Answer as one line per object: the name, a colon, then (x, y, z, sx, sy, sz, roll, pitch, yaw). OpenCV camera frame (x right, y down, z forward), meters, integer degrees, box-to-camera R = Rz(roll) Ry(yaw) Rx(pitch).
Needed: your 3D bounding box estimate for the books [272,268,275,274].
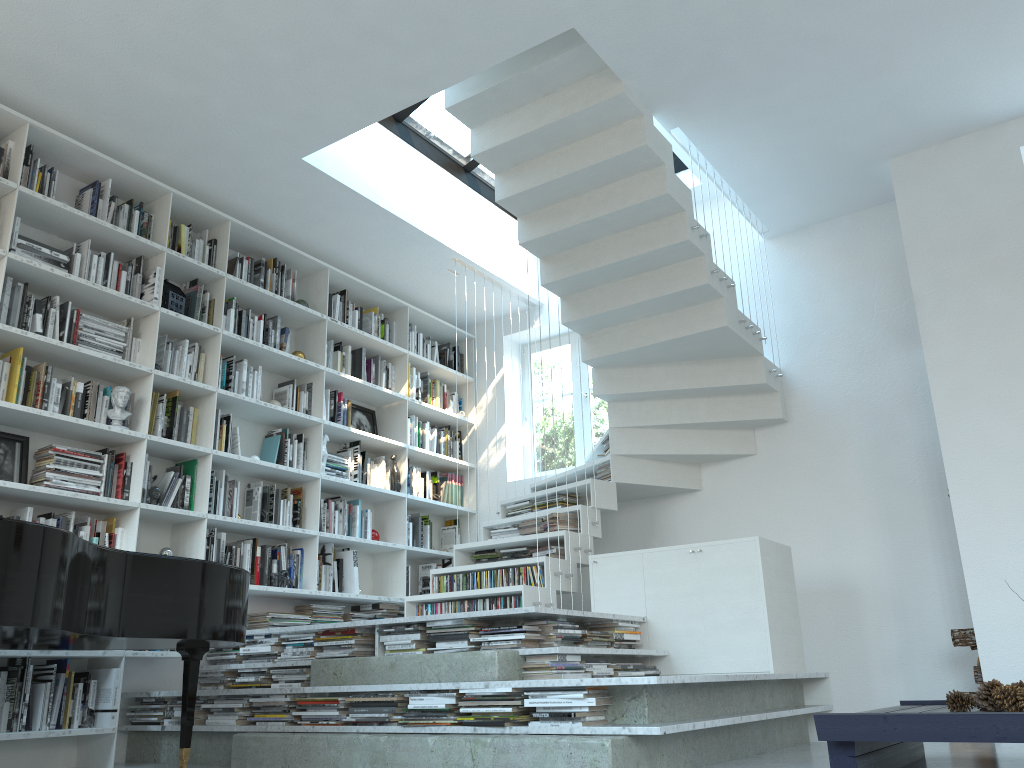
books: (-1.641, -0.633, 5.893, 0.170, 0.250, 0.008, -14, -21, 32)

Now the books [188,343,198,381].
books: (-1.930, -0.092, 5.250, 0.154, 0.292, 0.028, -14, -21, 32)

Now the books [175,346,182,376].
books: (-1.989, -0.092, 5.154, 0.178, 0.235, 0.023, -14, -21, 32)

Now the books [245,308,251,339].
books: (-1.731, -0.337, 5.670, 0.154, 0.283, 0.013, -14, -21, 32)

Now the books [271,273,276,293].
books: (-1.636, -0.616, 5.867, 0.188, 0.200, 0.018, -14, -22, 32)

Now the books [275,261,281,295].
books: (-1.617, -0.655, 5.906, 0.183, 0.298, 0.015, -14, -21, 32)

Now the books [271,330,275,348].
books: (-1.620, -0.248, 5.783, 0.176, 0.181, 0.027, -14, -22, 32)

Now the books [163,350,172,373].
books: (-2.023, -0.089, 5.080, 0.181, 0.185, 0.028, -14, -22, 32)

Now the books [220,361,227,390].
books: (-1.805, -0.010, 5.417, 0.157, 0.235, 0.013, -14, -21, 32)

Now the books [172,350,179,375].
books: (-2.001, -0.081, 5.140, 0.171, 0.206, 0.023, -14, -22, 32)

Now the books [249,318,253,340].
books: (-1.718, -0.301, 5.673, 0.144, 0.215, 0.025, -14, -21, 32)

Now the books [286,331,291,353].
books: (-1.551, -0.234, 5.885, 0.182, 0.216, 0.048, -14, -22, 32)

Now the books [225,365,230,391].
books: (-1.796, 0.005, 5.430, 0.161, 0.215, 0.026, -14, -22, 32)

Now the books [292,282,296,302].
books: (-1.538, -0.571, 6.022, 0.188, 0.208, 0.014, -14, -22, 32)

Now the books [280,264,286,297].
books: (-1.594, -0.640, 5.963, 0.183, 0.306, 0.008, -14, -21, 32)

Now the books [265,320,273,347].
books: (-1.634, -0.283, 5.767, 0.186, 0.237, 0.031, -14, -22, 32)

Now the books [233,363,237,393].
books: (-1.764, 0.002, 5.456, 0.164, 0.236, 0.022, -14, -21, 32)

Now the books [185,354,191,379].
books: (-1.953, -0.062, 5.185, 0.185, 0.196, 0.027, -14, -22, 32)

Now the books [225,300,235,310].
books: (-1.806, -0.376, 5.548, 0.173, 0.282, 0.011, -14, -21, 32)

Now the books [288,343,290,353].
books: (-1.545, -0.228, 5.925, 0.140, 0.228, 0.026, -14, -21, 32)

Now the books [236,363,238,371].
books: (-1.753, 0.006, 5.500, 0.131, 0.256, 0.011, -14, -21, 32)

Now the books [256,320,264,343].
books: (-1.670, -0.291, 5.694, 0.181, 0.208, 0.021, -14, -22, 32)

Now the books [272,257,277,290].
books: (-1.638, -0.669, 5.910, 0.184, 0.328, 0.007, -14, -21, 32)

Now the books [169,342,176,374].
books: (-2.017, -0.108, 5.127, 0.164, 0.249, 0.028, -14, -21, 32)

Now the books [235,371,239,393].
books: (-1.757, 0.030, 5.473, 0.171, 0.193, 0.025, -14, -22, 32)

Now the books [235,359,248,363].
books: (-1.726, 0.001, 5.546, 0.159, 0.294, 0.027, -14, -21, 32)

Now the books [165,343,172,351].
books: (-2.031, -0.108, 5.115, 0.159, 0.241, 0.024, -14, -21, 32)

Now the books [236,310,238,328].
books: (-1.787, -0.344, 5.570, 0.165, 0.235, 0.012, -14, -21, 32)

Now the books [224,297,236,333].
books: (-1.794, -0.385, 5.558, 0.152, 0.305, 0.014, -14, -21, 32)

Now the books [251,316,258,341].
books: (-1.695, -0.307, 5.689, 0.149, 0.236, 0.023, -14, -21, 32)

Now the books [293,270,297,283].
books: (-1.535, -0.614, 6.046, 0.163, 0.305, 0.006, -14, -21, 32)

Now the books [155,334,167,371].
books: (-2.050, -0.136, 5.097, 0.159, 0.284, 0.019, -14, -21, 32)

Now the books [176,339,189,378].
books: (-1.962, -0.111, 5.162, 0.187, 0.274, 0.028, -14, -21, 32)

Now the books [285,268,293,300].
books: (-1.563, -0.622, 6.006, 0.188, 0.296, 0.013, -14, -21, 32)

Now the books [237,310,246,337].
books: (-1.750, -0.336, 5.605, 0.160, 0.240, 0.027, -14, -21, 32)

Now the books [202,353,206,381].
books: (-1.898, -0.053, 5.280, 0.173, 0.237, 0.026, -14, -21, 32)

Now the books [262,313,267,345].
books: (-1.662, -0.307, 5.767, 0.159, 0.284, 0.012, -14, -21, 32)

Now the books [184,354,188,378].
books: (-1.961, -0.066, 5.168, 0.173, 0.194, 0.024, -14, -22, 32)

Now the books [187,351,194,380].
books: (-1.937, -0.068, 5.226, 0.150, 0.233, 0.024, -14, -21, 32)

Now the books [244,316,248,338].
books: (-1.744, -0.313, 5.647, 0.142, 0.222, 0.028, -14, -21, 32)

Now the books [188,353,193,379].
books: (-1.942, -0.063, 5.204, 0.158, 0.210, 0.029, -14, -22, 32)

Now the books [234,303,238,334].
books: (-1.786, -0.364, 5.561, 0.166, 0.267, 0.010, -14, -21, 32)

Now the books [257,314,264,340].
books: (-1.668, -0.308, 5.733, 0.156, 0.263, 0.012, -14, -21, 32)

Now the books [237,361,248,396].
books: (-1.721, 0.004, 5.504, 0.182, 0.262, 0.031, -14, -21, 32)

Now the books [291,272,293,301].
books: (-1.552, -0.612, 6.008, 0.180, 0.277, 0.008, -14, -21, 32)

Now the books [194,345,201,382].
books: (-1.919, -0.080, 5.259, 0.173, 0.276, 0.025, -14, -21, 32)

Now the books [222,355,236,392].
books: (-1.769, -0.024, 5.445, 0.177, 0.279, 0.014, -14, -21, 32)

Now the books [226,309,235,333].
books: (-1.802, -0.348, 5.512, 0.181, 0.207, 0.026, -14, -22, 32)

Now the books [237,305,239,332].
books: (-1.781, -0.353, 5.607, 0.133, 0.275, 0.013, -13, -21, 32)

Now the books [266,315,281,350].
books: (-1.595, -0.293, 5.815, 0.183, 0.284, 0.029, -14, -21, 32)

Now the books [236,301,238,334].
books: (-1.785, -0.368, 5.594, 0.138, 0.295, 0.021, -13, -21, 32)

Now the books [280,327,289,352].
books: (-1.556, -0.251, 5.865, 0.171, 0.234, 0.054, -14, -22, 32)

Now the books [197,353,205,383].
books: (-1.895, -0.057, 5.256, 0.177, 0.229, 0.028, -14, -22, 32)

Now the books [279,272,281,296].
books: (-1.610, -0.617, 5.947, 0.150, 0.251, 0.024, -14, -21, 32)

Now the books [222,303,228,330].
books: (-1.832, -0.368, 5.507, 0.148, 0.242, 0.026, -14, -21, 32)

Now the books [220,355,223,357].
books: (-1.830, -0.031, 5.424, 0.135, 0.283, 0.014, -13, -21, 32)

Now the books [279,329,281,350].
books: (-1.590, -0.248, 5.835, 0.157, 0.212, 0.030, -14, -22, 32)

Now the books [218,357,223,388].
books: (-1.826, -0.029, 5.375, 0.177, 0.247, 0.014, -14, -21, 32)

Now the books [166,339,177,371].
books: (-2.009, -0.116, 5.143, 0.146, 0.274, 0.019, -14, -21, 32)
